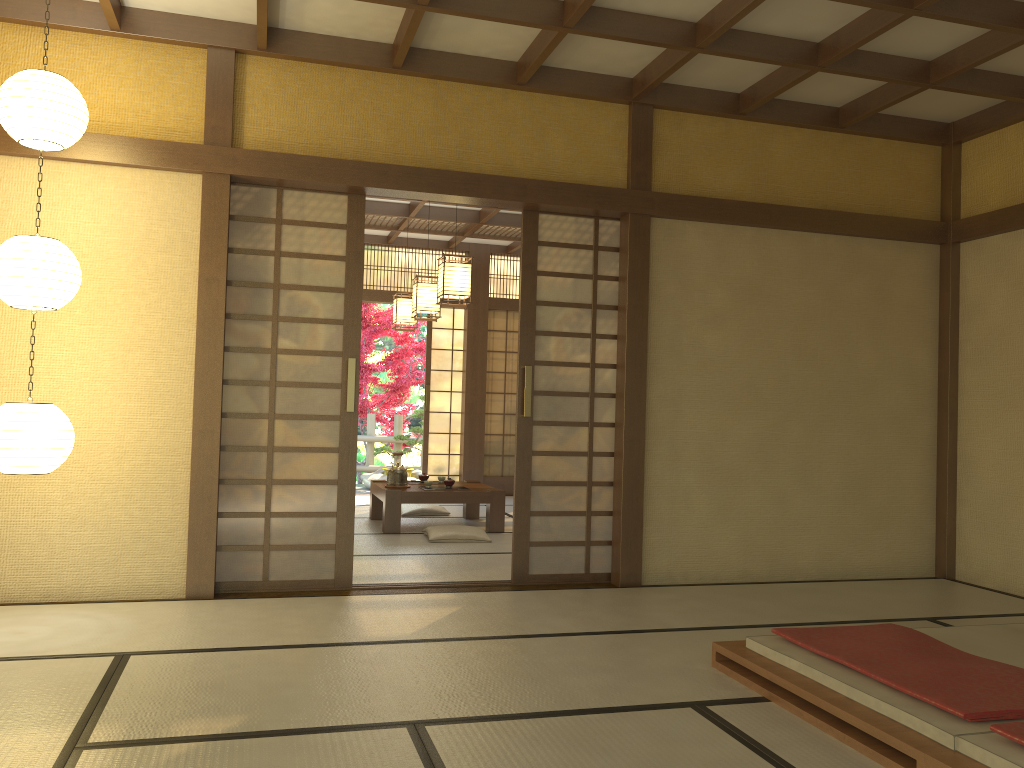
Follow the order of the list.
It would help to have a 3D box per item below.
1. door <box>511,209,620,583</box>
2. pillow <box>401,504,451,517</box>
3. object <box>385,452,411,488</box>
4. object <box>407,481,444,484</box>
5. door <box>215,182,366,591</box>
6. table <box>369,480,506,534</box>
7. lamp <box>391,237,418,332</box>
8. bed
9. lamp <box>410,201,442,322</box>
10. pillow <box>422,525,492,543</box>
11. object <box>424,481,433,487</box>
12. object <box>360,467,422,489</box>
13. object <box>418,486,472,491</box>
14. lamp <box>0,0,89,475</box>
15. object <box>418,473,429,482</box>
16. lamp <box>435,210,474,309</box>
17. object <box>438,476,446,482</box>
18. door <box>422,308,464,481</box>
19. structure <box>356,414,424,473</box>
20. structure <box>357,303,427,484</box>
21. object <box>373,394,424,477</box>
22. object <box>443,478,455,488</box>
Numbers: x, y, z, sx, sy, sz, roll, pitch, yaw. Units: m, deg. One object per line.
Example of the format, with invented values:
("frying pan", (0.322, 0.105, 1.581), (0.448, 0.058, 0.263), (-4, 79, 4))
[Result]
("door", (0.628, 0.072, 5.435), (1.230, 2.265, 0.076), (2, -2, -16))
("pillow", (-0.894, 1.212, 8.561), (0.496, 0.107, 0.486), (2, -2, -22))
("object", (-0.967, 0.727, 7.538), (0.219, 0.296, 0.226), (2, -2, -21))
("object", (-0.758, 0.893, 8.031), (0.400, 0.007, 0.300), (2, -2, -16))
("door", (-1.453, -0.007, 4.841), (1.230, 2.265, 0.076), (2, -2, -16))
("table", (-0.676, 1.055, 7.734), (1.000, 0.350, 1.000), (2, -2, -16))
("lamp", (-1.064, -1.091, 8.940), (0.240, 1.129, 0.240), (2, -2, -16))
("bed", (2.300, 1.077, 2.796), (2.400, 0.188, 2.400), (2, -2, -16))
("lamp", (-0.743, -1.114, 7.820), (0.240, 1.129, 0.240), (2, -2, -16))
("pillow", (-0.442, 1.179, 6.986), (0.486, 0.107, 0.496), (2, -2, -12))
("object", (-0.708, 0.849, 7.520), (0.074, 0.052, 0.073), (1, -2, 27))
("object", (-1.465, 1.326, 12.394), (1.260, 0.276, 1.147), (2, -2, -20))
("object", (-0.569, 0.882, 7.495), (0.400, 0.007, 0.300), (2, -2, -16))
("lamp", (-2.064, -0.761, 3.866), (0.363, 2.297, 0.363), (2, -2, -16))
("object", (-0.795, 0.844, 7.992), (0.100, 0.080, 0.100), (2, -2, -16))
("lamp", (-0.422, -1.138, 6.700), (0.240, 1.129, 0.240), (2, -2, -16))
("object", (-0.641, 0.868, 8.067), (0.074, 0.052, 0.073), (1, -2, 27))
("door", (-0.124, 0.240, 10.762), (1.894, 2.380, 0.073), (2, -2, -16))
("structure", (-1.623, 0.999, 13.028), (7.456, 1.136, 0.245), (2, -2, -16))
("structure", (-2.573, -0.403, 13.650), (3.412, 4.004, 3.045), (1, -2, 17))
("object", (-1.398, 0.777, 12.437), (1.032, 1.362, 0.586), (1, -2, 10))
("object", (-0.533, 0.838, 7.519), (0.100, 0.080, 0.100), (2, -2, -16))
